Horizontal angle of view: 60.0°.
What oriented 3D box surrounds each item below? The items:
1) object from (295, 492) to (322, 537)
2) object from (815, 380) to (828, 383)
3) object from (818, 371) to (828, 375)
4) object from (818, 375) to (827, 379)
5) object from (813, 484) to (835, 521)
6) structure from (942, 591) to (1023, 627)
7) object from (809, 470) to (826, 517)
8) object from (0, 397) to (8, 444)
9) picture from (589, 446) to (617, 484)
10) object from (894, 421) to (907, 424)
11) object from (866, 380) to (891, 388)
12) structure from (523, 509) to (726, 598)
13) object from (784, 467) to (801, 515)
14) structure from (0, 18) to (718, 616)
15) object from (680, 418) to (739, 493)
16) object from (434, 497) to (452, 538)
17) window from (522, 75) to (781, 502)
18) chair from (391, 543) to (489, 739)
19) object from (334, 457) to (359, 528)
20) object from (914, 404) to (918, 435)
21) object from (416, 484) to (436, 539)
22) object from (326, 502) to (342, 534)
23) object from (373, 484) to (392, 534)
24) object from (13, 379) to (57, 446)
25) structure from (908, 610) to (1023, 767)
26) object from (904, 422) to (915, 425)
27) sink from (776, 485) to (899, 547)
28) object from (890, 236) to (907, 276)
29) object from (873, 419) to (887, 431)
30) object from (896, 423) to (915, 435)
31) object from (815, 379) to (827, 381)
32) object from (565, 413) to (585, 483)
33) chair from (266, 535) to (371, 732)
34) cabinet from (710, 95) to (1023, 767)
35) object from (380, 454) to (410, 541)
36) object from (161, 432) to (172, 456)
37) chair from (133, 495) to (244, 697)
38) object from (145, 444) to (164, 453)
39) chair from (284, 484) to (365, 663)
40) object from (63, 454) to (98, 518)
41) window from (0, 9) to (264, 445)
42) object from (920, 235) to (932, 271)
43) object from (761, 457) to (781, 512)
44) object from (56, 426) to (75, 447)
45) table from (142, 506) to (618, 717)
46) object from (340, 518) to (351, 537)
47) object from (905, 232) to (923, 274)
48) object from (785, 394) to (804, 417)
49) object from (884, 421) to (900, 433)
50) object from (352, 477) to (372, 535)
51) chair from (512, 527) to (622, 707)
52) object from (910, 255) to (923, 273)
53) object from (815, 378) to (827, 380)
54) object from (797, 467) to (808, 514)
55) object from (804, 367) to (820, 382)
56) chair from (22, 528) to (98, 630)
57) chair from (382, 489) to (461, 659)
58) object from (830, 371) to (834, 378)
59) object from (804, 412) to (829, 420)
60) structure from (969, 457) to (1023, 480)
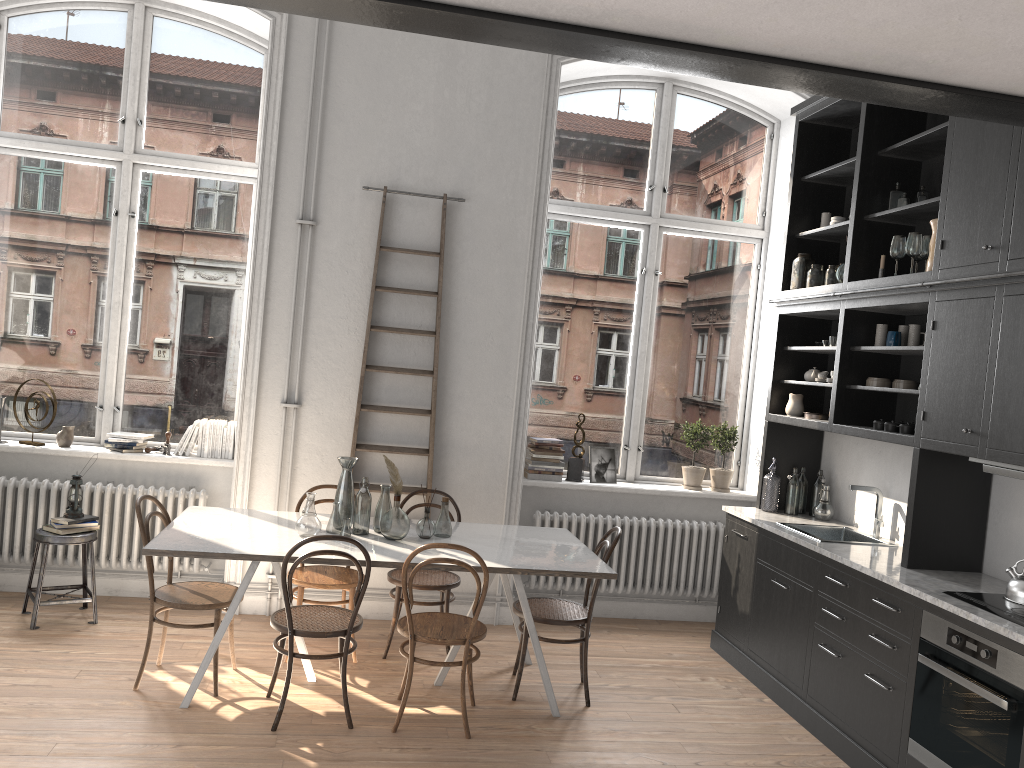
[{"bbox_3d":[-1.032,0.665,4.515,0.132,0.219,0.132,5,2,-20],"label":"object"},{"bbox_3d":[1.934,-0.012,5.530,0.085,0.015,0.085,5,1,4],"label":"object"},{"bbox_3d":[1.937,-0.059,5.530,0.055,0.047,0.058,5,2,5],"label":"object"},{"bbox_3d":[1.935,-0.040,5.530,0.058,0.033,0.055,4,2,-35],"label":"object"},{"bbox_3d":[1.965,0.744,5.572,0.132,0.219,0.120,5,2,-10],"label":"object"},{"bbox_3d":[2.092,0.917,3.529,0.427,0.011,0.592,5,1,-10],"label":"structure"},{"bbox_3d":[1.968,0.702,5.699,0.086,0.301,0.086,7,2,36],"label":"object"},{"bbox_3d":[-3.260,0.231,5.661,0.095,0.289,0.095,6,2,13],"label":"object"},{"bbox_3d":[0.639,0.584,6.422,0.221,0.264,0.148,4,2,-26],"label":"picture"},{"bbox_3d":[2.095,0.227,4.772,0.104,0.059,0.088,5,2,-11],"label":"object"},{"bbox_3d":[-0.896,0.632,5.057,5.827,1.843,0.791,5,2,-5],"label":"object"},{"bbox_3d":[0.851,1.207,6.282,1.577,0.552,0.194,5,2,-10],"label":"structure"},{"bbox_3d":[1.806,0.688,5.698,0.086,0.301,0.086,4,2,-24],"label":"object"},{"bbox_3d":[-0.784,-0.697,5.836,5.182,4.475,0.340,5,2,-10],"label":"structure"},{"bbox_3d":[1.440,0.519,6.516,0.500,0.524,0.234,5,2,-21],"label":"object"},{"bbox_3d":[-0.370,0.722,4.827,0.101,0.212,0.101,6,2,29],"label":"object"},{"bbox_3d":[7.078,-4.626,10.433,14.387,15.939,26.388,5,2,-10],"label":"window"},{"bbox_3d":[-0.340,1.168,4.268,0.438,0.921,0.549,5,2,1],"label":"chair"},{"bbox_3d":[-0.899,0.588,4.778,0.116,0.383,0.116,5,2,1],"label":"object"},{"bbox_3d":[2.068,0.167,4.389,0.124,0.192,0.129,6,2,18],"label":"object"},{"bbox_3d":[-0.453,0.681,4.734,0.107,0.283,0.106,5,2,-15],"label":"object"},{"bbox_3d":[-0.931,0.702,4.663,0.083,0.158,0.083,5,2,-14],"label":"object"},{"bbox_3d":[-0.690,0.672,4.777,0.098,0.255,0.100,4,2,-33],"label":"object"},{"bbox_3d":[-3.071,0.179,5.711,0.347,0.425,0.087,6,2,23],"label":"object"},{"bbox_3d":[2.049,1.310,3.540,0.618,0.623,0.622,5,2,-10],"label":"structure"},{"bbox_3d":[2.109,0.230,4.675,0.088,0.059,0.104,6,2,19],"label":"object"},{"bbox_3d":[1.866,0.825,5.061,0.514,0.505,0.526,5,2,-10],"label":"sink"},{"bbox_3d":[2.023,-0.663,4.653,0.083,0.221,0.083,6,2,22],"label":"object"},{"bbox_3d":[1.969,0.216,4.720,0.088,0.059,0.104,5,2,-21],"label":"object"},{"bbox_3d":[2.017,0.226,4.512,0.104,0.059,0.088,5,2,-1],"label":"object"},{"bbox_3d":[1.935,-0.019,5.530,0.085,0.015,0.085,5,1,4],"label":"object"},{"bbox_3d":[0.472,0.451,6.345,0.122,0.488,0.102,6,2,15],"label":"object"},{"bbox_3d":[-0.920,1.115,4.203,0.438,0.921,0.549,5,2,-14],"label":"chair"},{"bbox_3d":[2.039,0.051,4.277,0.635,3.584,3.249,5,2,-10],"label":"cabinet"},{"bbox_3d":[-0.597,0.589,4.626,0.156,0.446,0.157,6,2,8],"label":"object"},{"bbox_3d":[-2.259,0.388,5.819,0.048,0.153,0.088,4,2,-40],"label":"object"},{"bbox_3d":[-1.640,1.041,4.492,0.549,0.921,0.437,5,2,-2],"label":"chair"},{"bbox_3d":[-2.358,0.430,5.861,0.088,0.048,0.153,6,2,30],"label":"object"},{"bbox_3d":[-1.071,1.079,5.129,0.438,0.921,0.549,5,2,-12],"label":"chair"},{"bbox_3d":[-2.577,0.603,5.302,0.163,0.383,0.154,4,2,-36],"label":"object"},{"bbox_3d":[-2.590,-1.044,5.926,1.622,2.844,0.013,5,2,-10],"label":"window"},{"bbox_3d":[2.141,-0.650,4.573,0.083,0.221,0.083,5,2,-11],"label":"object"},{"bbox_3d":[1.682,0.648,5.741,0.109,0.349,0.108,4,2,-29],"label":"object"},{"bbox_3d":[-2.894,0.336,5.745,0.100,0.142,0.102,4,2,-35],"label":"object"},{"bbox_3d":[-0.692,1.194,4.685,2.200,0.780,1.100,5,2,-10],"label":"table"},{"bbox_3d":[-0.858,0.742,4.581,0.058,0.094,0.058,6,2,18],"label":"object"},{"bbox_3d":[2.047,-0.658,4.524,0.083,0.221,0.083,7,2,37],"label":"object"},{"bbox_3d":[1.824,0.136,5.695,0.127,0.144,0.115,4,2,-31],"label":"object"},{"bbox_3d":[1.980,0.220,4.608,0.088,0.059,0.104,4,2,-31],"label":"object"},{"bbox_3d":[-0.787,0.642,4.686,0.086,0.301,0.086,4,2,-24],"label":"object"},{"bbox_3d":[0.276,1.212,4.804,0.549,0.921,0.437,5,2,3],"label":"chair"},{"bbox_3d":[2.127,-0.653,4.654,0.083,0.221,0.083,5,2,-18],"label":"object"},{"bbox_3d":[1.935,-0.026,5.532,0.085,0.017,0.085,5,1,-14],"label":"object"},{"bbox_3d":[1.887,0.692,5.792,0.086,0.301,0.086,5,2,5],"label":"object"},{"bbox_3d":[1.939,-0.058,5.690,0.140,0.100,0.125,4,2,-28],"label":"object"},{"bbox_3d":[-2.655,1.126,5.247,0.364,0.523,0.360,4,2,-36],"label":"chair"},{"bbox_3d":[-0.521,1.125,5.305,0.438,0.921,0.549,5,2,-3],"label":"chair"},{"bbox_3d":[1.954,-0.051,5.382,0.039,0.055,0.049,6,2,11],"label":"object"},{"bbox_3d":[1.914,0.203,5.554,0.180,0.037,0.180,5,2,-25],"label":"object"},{"bbox_3d":[2.273,0.348,3.538,0.379,0.123,0.843,5,1,-10],"label":"structure"}]
